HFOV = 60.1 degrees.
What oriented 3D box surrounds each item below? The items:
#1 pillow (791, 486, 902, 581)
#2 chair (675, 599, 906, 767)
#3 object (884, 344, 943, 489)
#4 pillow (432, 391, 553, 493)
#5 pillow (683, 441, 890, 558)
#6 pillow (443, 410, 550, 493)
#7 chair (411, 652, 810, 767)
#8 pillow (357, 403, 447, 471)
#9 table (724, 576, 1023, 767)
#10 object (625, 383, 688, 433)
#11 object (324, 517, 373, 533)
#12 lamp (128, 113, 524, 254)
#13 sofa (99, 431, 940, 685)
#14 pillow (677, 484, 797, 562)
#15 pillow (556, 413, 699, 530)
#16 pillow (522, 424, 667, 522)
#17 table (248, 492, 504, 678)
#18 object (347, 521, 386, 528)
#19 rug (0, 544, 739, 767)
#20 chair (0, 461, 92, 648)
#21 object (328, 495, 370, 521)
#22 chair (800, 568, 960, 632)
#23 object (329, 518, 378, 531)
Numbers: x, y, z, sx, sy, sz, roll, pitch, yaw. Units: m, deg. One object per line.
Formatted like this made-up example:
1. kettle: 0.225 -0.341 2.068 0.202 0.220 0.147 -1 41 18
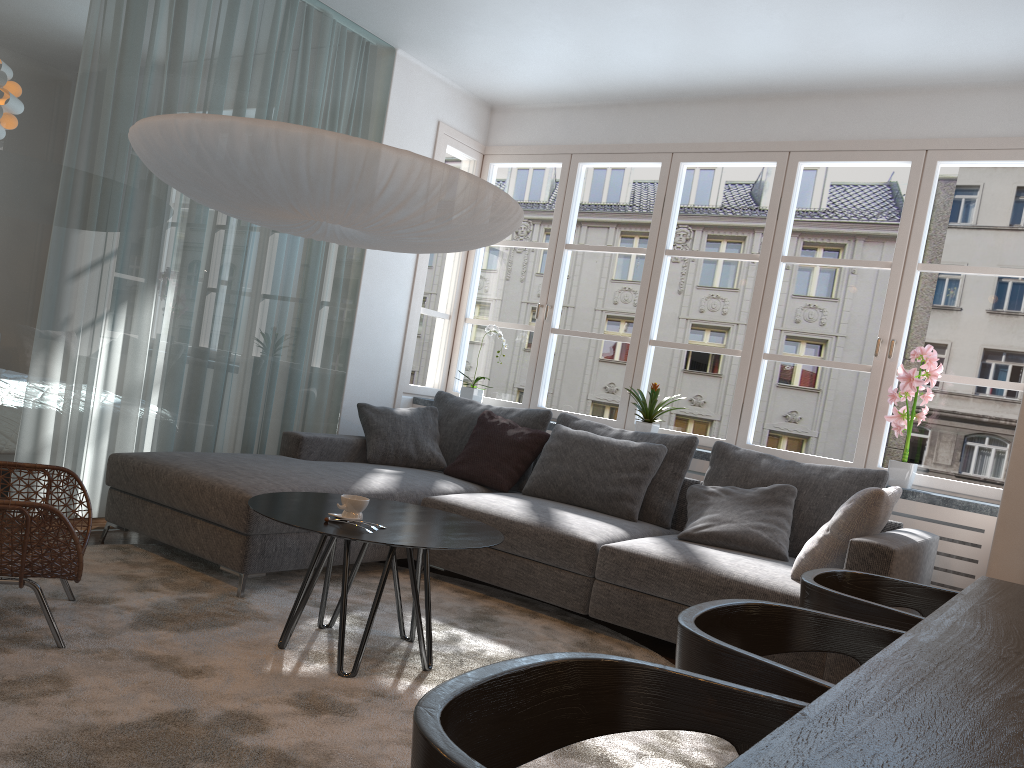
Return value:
1. pillow: 1.325 0.585 3.495 0.284 0.416 0.496 11 2 33
2. chair: 0.466 0.730 1.348 0.516 0.674 0.595 11 3 35
3. object: 1.905 0.154 4.250 0.200 0.693 0.297 10 3 13
4. pillow: -0.204 0.318 5.083 0.830 0.480 0.276 10 3 34
5. pillow: 1.252 0.558 4.100 0.831 0.479 0.276 10 3 34
6. pillow: -0.086 0.361 4.814 0.517 0.405 0.312 10 2 36
7. chair: 0.127 0.671 0.839 0.516 0.674 0.595 11 3 32
8. pillow: -0.623 0.285 5.002 0.517 0.361 0.344 9 2 -17
9. table: 0.976 0.810 1.097 1.099 0.681 2.510 10 0 34
10. object: 0.800 0.155 4.975 0.375 0.330 0.322 10 2 9
11. object: -0.497 0.427 2.682 0.167 0.015 0.015 9 2 21
12. lamp: -0.691 -0.687 3.402 1.475 0.211 1.461 10 0 -19
13. sofa: 0.017 0.668 3.877 3.047 0.674 2.047 9 0 34
14. pillow: 1.010 0.576 3.970 0.490 0.322 0.444 10 1 16
15. pillow: 0.513 0.434 4.612 0.834 0.477 0.277 10 3 34
16. pillow: 0.417 0.444 4.503 0.662 0.399 0.293 10 2 34
17. table: -0.482 0.678 2.966 0.841 0.474 0.850 10 1 36
18. object: -0.453 0.437 2.767 0.124 0.010 0.026 10 0 0
19. rug: -0.679 0.880 2.974 2.828 0.012 2.839 9 0 14
20. chair: -1.631 0.354 2.645 0.688 0.712 0.713 9 2 -24
21. object: -0.525 0.396 2.824 0.139 0.069 0.091 9 1 -44
22. chair: 0.840 0.796 1.919 0.516 0.674 0.595 11 3 32
23. object: -0.491 0.428 2.725 0.163 0.016 0.025 9 1 9
